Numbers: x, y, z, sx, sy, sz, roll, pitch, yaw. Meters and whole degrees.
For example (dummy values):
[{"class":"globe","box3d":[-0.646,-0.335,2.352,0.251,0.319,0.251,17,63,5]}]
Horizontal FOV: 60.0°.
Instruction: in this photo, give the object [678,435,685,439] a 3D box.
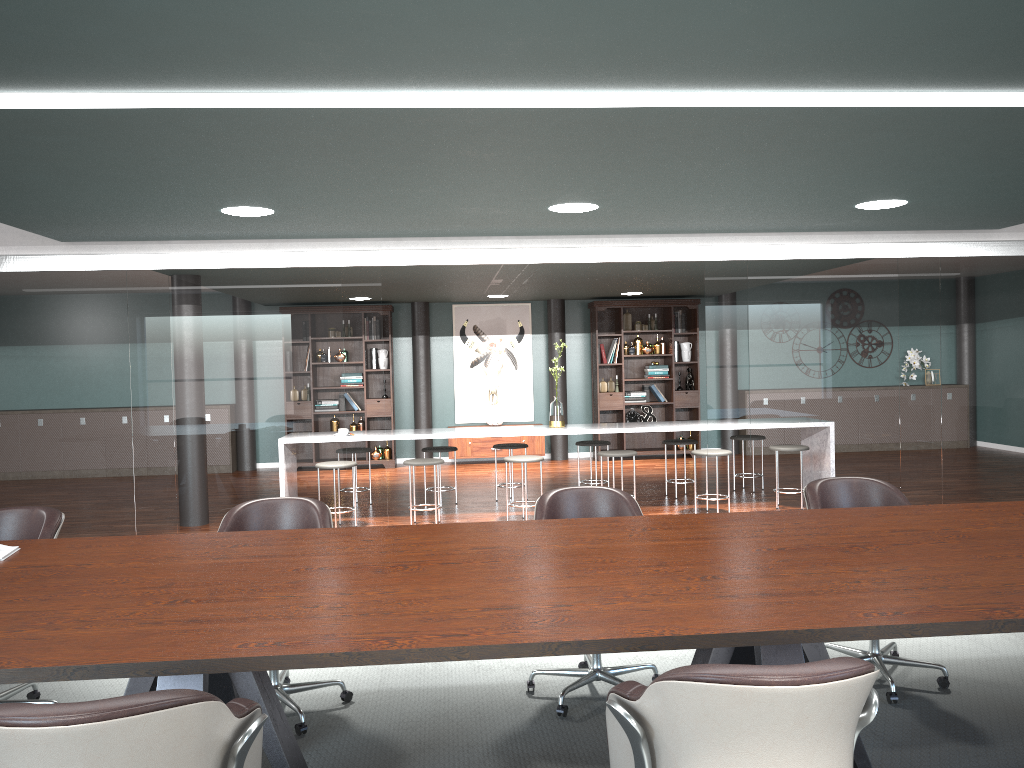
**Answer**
[{"class":"object","box3d":[2.157,0.740,11.284,0.099,0.169,0.099,-2,2,-30]}]

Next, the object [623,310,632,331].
[{"class":"object","box3d":[1.456,-0.801,11.181,0.104,0.273,0.104,0,2,31]}]

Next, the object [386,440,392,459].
[{"class":"object","box3d":[-1.535,0.797,10.916,0.108,0.256,0.108,-1,2,30]}]

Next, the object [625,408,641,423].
[{"class":"object","box3d":[1.510,0.420,11.135,0.224,0.238,0.159,-2,2,-5]}]

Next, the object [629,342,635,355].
[{"class":"object","box3d":[1.501,-0.443,11.104,0.079,0.161,0.080,-1,2,21]}]

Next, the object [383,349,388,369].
[{"class":"object","box3d":[-1.627,-0.312,10.964,0.268,0.262,0.137,0,2,35]}]

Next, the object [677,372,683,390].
[{"class":"object","box3d":[2.119,-0.033,11.208,0.077,0.228,0.077,-2,2,-22]}]

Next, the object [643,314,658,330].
[{"class":"object","box3d":[1.734,-0.782,11.186,0.196,0.221,0.184,-2,2,-4]}]

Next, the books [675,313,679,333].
[{"class":"books","box3d":[2.060,-0.764,11.215,0.042,0.248,0.194,-2,2,-5]}]

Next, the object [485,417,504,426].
[{"class":"object","box3d":[-0.215,0.474,11.199,0.245,0.112,0.261,-1,2,3]}]

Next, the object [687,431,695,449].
[{"class":"object","box3d":[2.258,0.696,11.215,0.108,0.256,0.108,-1,2,30]}]

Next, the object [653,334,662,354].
[{"class":"object","box3d":[1.831,-0.501,11.151,0.108,0.256,0.108,-1,2,30]}]

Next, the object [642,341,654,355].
[{"class":"object","box3d":[1.699,-0.456,11.094,0.144,0.175,0.073,-1,2,-3]}]

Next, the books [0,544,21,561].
[{"class":"books","box3d":[-1.720,0.528,2.772,0.285,0.032,0.180,-2,2,-14]}]

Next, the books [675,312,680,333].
[{"class":"books","box3d":[2.089,-0.776,11.217,0.016,0.268,0.205,-2,2,-5]}]

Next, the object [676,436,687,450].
[{"class":"object","box3d":[2.126,0.741,11.158,0.144,0.175,0.073,-1,2,-3]}]

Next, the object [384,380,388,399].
[{"class":"object","box3d":[-1.565,0.065,10.917,0.077,0.228,0.077,-2,2,-22]}]

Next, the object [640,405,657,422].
[{"class":"object","box3d":[1.719,0.397,11.268,0.233,0.268,0.051,-2,2,-5]}]

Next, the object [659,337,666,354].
[{"class":"object","box3d":[1.908,-0.488,11.251,0.092,0.222,0.092,-1,2,30]}]

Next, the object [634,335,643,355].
[{"class":"object","box3d":[1.593,-0.493,11.185,0.114,0.251,0.114,-1,2,21]}]

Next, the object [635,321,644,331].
[{"class":"object","box3d":[1.595,-0.730,11.165,0.106,0.126,0.096,-3,2,-44]}]

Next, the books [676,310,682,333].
[{"class":"books","box3d":[2.112,-0.785,11.219,0.027,0.286,0.184,-2,2,-5]}]

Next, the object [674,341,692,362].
[{"class":"object","box3d":[2.166,-0.413,11.263,0.268,0.262,0.137,0,2,35]}]

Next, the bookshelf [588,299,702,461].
[{"class":"bookshelf","box3d":[1.680,-0.056,11.223,1.339,1.984,0.482,-2,2,-5]}]

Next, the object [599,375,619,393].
[{"class":"object","box3d":[1.210,-0.007,11.162,0.250,0.221,0.186,-2,2,-6]}]

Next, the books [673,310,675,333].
[{"class":"books","box3d":[2.024,-0.783,11.212,0.027,0.286,0.184,-2,2,-5]}]

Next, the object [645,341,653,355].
[{"class":"object","box3d":[1.730,-0.457,11.219,0.099,0.169,0.099,-2,2,-30]}]

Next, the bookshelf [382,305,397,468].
[{"class":"bookshelf","box3d":[-2.113,0.045,10.924,1.339,1.984,0.482,-2,2,-5]}]

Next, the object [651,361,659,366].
[{"class":"object","box3d":[1.804,-0.260,11.212,0.104,0.052,0.100,-1,2,0]}]

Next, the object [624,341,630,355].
[{"class":"object","box3d":[1.438,-0.450,11.191,0.105,0.172,0.105,-2,2,-9]}]

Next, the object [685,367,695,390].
[{"class":"object","box3d":[2.234,-0.068,11.231,0.116,0.286,0.215,-2,2,-9]}]

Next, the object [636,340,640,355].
[{"class":"object","box3d":[1.573,-0.459,11.080,0.040,0.191,0.040,-1,2,5]}]
